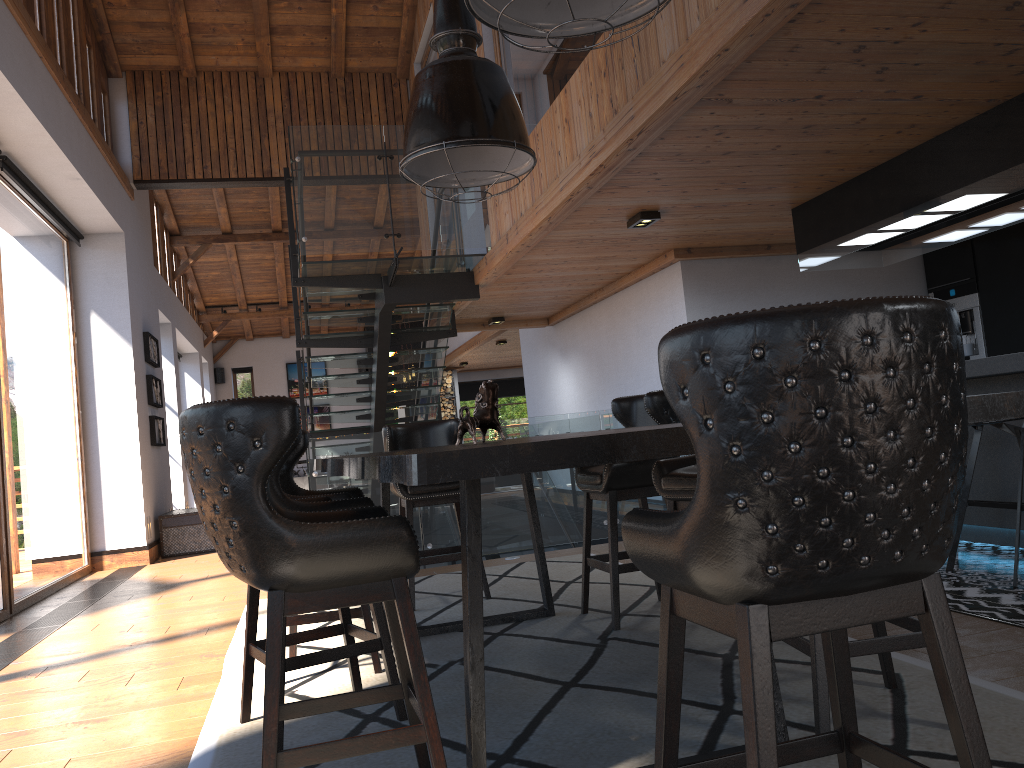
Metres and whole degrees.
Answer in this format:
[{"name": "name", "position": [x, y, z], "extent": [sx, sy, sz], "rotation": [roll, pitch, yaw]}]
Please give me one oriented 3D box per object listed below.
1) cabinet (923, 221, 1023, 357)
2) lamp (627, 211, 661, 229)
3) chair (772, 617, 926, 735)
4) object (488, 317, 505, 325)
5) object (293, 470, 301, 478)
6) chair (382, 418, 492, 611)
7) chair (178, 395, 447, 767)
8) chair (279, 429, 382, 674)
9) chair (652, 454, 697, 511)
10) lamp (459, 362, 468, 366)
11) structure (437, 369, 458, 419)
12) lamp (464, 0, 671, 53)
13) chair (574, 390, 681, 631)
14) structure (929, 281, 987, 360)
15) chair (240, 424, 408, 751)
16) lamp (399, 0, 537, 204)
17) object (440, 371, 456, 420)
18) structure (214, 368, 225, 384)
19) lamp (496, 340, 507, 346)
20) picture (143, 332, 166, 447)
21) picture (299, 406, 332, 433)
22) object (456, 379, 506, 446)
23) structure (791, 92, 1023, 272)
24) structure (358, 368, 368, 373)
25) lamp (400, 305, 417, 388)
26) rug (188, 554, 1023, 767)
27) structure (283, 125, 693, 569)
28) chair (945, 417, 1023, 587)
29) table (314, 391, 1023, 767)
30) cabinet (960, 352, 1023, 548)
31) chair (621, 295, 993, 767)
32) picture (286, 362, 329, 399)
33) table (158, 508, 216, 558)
[{"name": "cabinet", "position": [4.911, -0.444, 5.152], "extent": [0.547, 2.382, 6.385], "rotation": [-5, -4, -14]}, {"name": "lamp", "position": [0.918, -1.153, 6.196], "extent": [0.156, 0.068, 0.259], "rotation": [-5, -4, -14]}, {"name": "chair", "position": [1.024, 0.462, 2.658], "extent": [0.570, 1.093, 0.502], "rotation": [-5, -4, -6]}, {"name": "object", "position": [-0.191, -0.771, 10.758], "extent": [0.156, 0.068, 0.259], "rotation": [-5, -4, -14]}, {"name": "object", "position": [-4.814, 1.968, 19.488], "extent": [0.401, 0.183, 0.228], "rotation": [-8, -4, 29]}, {"name": "chair", "position": [-0.481, 0.765, 5.354], "extent": [0.507, 1.093, 0.564], "rotation": [-5, -4, -16]}, {"name": "chair", "position": [-0.484, 0.579, 2.193], "extent": [0.572, 1.093, 0.500], "rotation": [-5, -4, -16]}, {"name": "chair", "position": [-0.886, 0.731, 3.911], "extent": [0.570, 1.093, 0.502], "rotation": [-5, -4, -6]}, {"name": "chair", "position": [0.894, 0.513, 3.464], "extent": [0.574, 1.093, 0.498], "rotation": [-3, -4, -31]}, {"name": "lamp", "position": [-1.082, -0.451, 19.847], "extent": [0.156, 0.068, 0.259], "rotation": [-5, -4, -14]}, {"name": "structure", "position": [-1.510, 0.999, 20.472], "extent": [0.505, 2.619, 0.508], "rotation": [-5, -4, -15]}, {"name": "lamp", "position": [-0.045, -3.292, 2.621], "extent": [0.614, 4.688, 0.628], "rotation": [-8, -5, 30]}, {"name": "chair", "position": [0.620, 0.595, 4.377], "extent": [0.572, 1.093, 0.500], "rotation": [-5, -4, -16]}, {"name": "structure", "position": [4.031, -0.397, 7.908], "extent": [0.257, 0.946, 0.593], "rotation": [-5, -4, -14]}, {"name": "chair", "position": [-0.758, 0.661, 3.106], "extent": [0.574, 1.093, 0.498], "rotation": [-3, -4, -31]}, {"name": "lamp", "position": [-0.417, -3.164, 4.152], "extent": [0.614, 4.688, 0.628], "rotation": [-8, -5, 30]}, {"name": "object", "position": [-1.518, 1.007, 20.479], "extent": [0.497, 2.614, 0.463], "rotation": [-5, -4, -15]}, {"name": "structure", "position": [-6.421, -0.180, 19.466], "extent": [0.215, 0.350, 0.212], "rotation": [-5, -4, -15]}, {"name": "lamp", "position": [-0.196, -0.757, 16.195], "extent": [0.156, 0.068, 0.259], "rotation": [-5, -4, -14]}, {"name": "picture", "position": [-4.243, 0.080, 10.528], "extent": [0.059, 1.313, 0.769], "rotation": [-5, -4, -14]}, {"name": "picture", "position": [-4.523, 0.891, 19.947], "extent": [0.885, 0.817, 0.035], "rotation": [-5, -4, -15]}, {"name": "object", "position": [-0.132, 0.109, 3.402], "extent": [0.114, 0.254, 0.223], "rotation": [-9, -5, 38]}, {"name": "structure", "position": [2.784, -1.211, 4.987], "extent": [0.715, 0.476, 3.228], "rotation": [-5, -3, -14]}, {"name": "structure", "position": [-3.421, -0.438, 20.287], "extent": [0.215, 0.350, 0.212], "rotation": [-5, -4, -15]}, {"name": "lamp", "position": [-2.176, -1.022, 17.792], "extent": [0.264, 2.203, 0.795], "rotation": [-4, -4, -23]}, {"name": "rug", "position": [0.049, 1.166, 3.731], "extent": [2.568, 0.047, 5.592], "rotation": [-5, -3, -14]}, {"name": "structure", "position": [-3.020, 1.349, 8.070], "extent": [9.269, 6.403, 10.949], "rotation": [-5, -4, -15]}, {"name": "chair", "position": [2.510, 0.536, 4.491], "extent": [0.471, 0.840, 0.536], "rotation": [-5, -4, -9]}, {"name": "table", "position": [0.020, 0.693, 3.436], "extent": [1.438, 0.950, 3.770], "rotation": [-5, -4, -14]}, {"name": "cabinet", "position": [2.978, 0.369, 4.693], "extent": [0.894, 1.104, 4.767], "rotation": [-5, -4, -14]}, {"name": "chair", "position": [0.513, 0.436, 1.494], "extent": [0.507, 1.093, 0.564], "rotation": [-5, -4, -16]}, {"name": "picture", "position": [-4.622, -0.097, 20.017], "extent": [0.885, 0.817, 0.035], "rotation": [-5, -4, -15]}, {"name": "table", "position": [-3.738, 1.722, 10.529], "extent": [0.688, 0.470, 1.246], "rotation": [-5, -4, -14]}]
